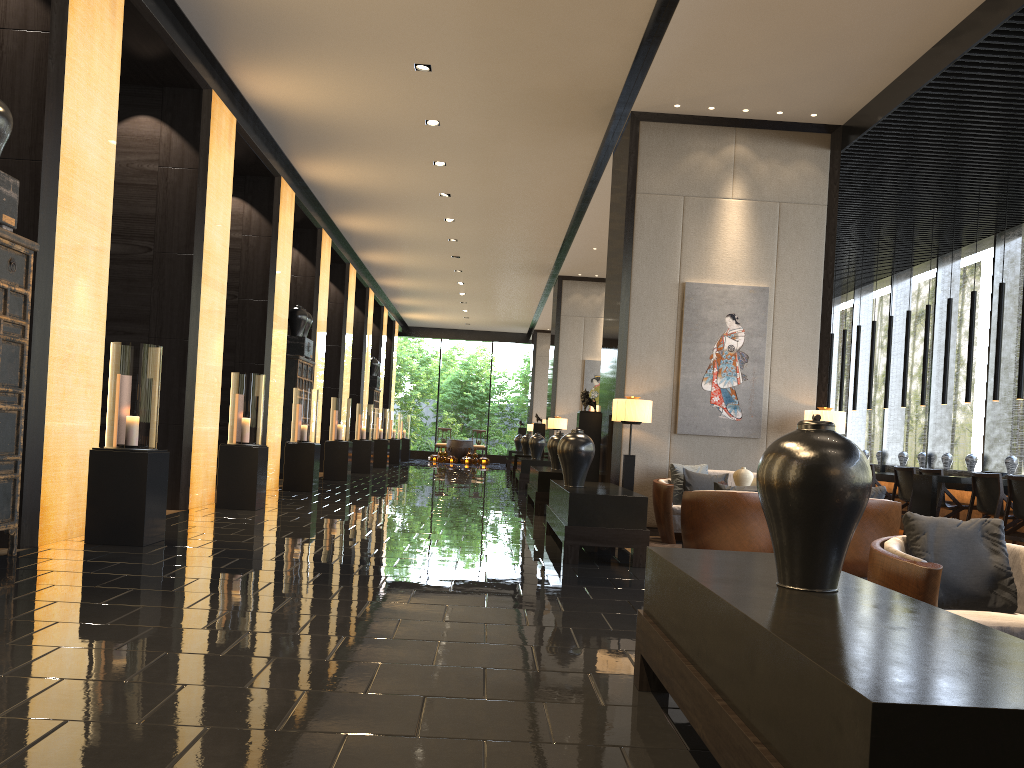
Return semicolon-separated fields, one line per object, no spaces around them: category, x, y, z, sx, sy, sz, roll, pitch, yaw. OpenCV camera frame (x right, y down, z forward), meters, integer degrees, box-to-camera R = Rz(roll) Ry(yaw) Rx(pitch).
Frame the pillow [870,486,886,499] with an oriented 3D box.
pillow;2.559;0.923;6.582;0.399;0.362;0.222;3;-1;-1

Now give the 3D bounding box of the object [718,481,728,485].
object;1.818;0.887;7.652;0.092;0.112;0.091;4;-2;-39

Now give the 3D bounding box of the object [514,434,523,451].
object;0.208;1.670;25.378;0.311;0.492;0.312;3;-1;17

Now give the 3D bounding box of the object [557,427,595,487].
object;0.527;0.602;7.321;0.311;0.492;0.312;3;-1;17

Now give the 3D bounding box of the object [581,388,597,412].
object;0.808;0.172;9.348;0.176;0.246;0.115;3;-1;-2

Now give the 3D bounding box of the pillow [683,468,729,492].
pillow;1.817;0.979;8.340;0.472;0.361;0.219;3;-1;-5

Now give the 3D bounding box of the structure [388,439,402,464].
structure;-3.209;1.817;23.871;0.402;0.657;0.402;3;-1;-2

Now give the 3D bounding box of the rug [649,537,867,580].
rug;2.083;1.471;7.573;1.958;0.008;2.244;3;-3;-2

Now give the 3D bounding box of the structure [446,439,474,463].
structure;-1.653;2.127;27.961;0.874;0.710;0.875;4;-2;-13

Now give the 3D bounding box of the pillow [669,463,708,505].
pillow;1.713;0.961;8.492;0.433;0.399;0.201;4;-1;-23

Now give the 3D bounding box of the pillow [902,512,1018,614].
pillow;1.711;0.684;3.404;0.399;0.362;0.222;3;-1;-1

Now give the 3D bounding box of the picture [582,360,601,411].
picture;1.836;0.289;17.710;0.835;1.501;0.037;3;0;-2

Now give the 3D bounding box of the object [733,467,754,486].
object;1.974;0.829;7.566;0.171;0.236;0.171;2;-1;34

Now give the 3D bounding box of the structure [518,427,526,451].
structure;0.280;1.948;27.281;0.240;1.217;0.240;3;0;-2

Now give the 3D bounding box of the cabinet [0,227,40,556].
cabinet;-3.219;0.045;4.856;0.547;1.922;1.188;3;-1;-1

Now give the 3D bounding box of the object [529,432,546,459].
object;0.462;1.141;16.348;0.311;0.492;0.312;3;-1;17

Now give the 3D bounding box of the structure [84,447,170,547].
structure;-2.712;0.786;6.258;0.402;0.657;0.402;3;-1;-2

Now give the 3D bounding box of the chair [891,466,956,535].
chair;4.472;1.327;9.710;0.563;0.827;0.526;3;-1;-2

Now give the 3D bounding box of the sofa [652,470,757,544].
sofa;2.038;1.175;8.403;1.449;0.693;0.603;3;-2;-2

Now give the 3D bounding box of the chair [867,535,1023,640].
chair;1.701;0.894;3.286;0.804;0.604;0.606;3;-2;-1

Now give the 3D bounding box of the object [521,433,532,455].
object;0.354;1.367;20.199;0.311;0.492;0.312;3;-1;17

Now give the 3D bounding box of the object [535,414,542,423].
object;0.551;0.710;18.313;0.161;0.217;0.102;4;-1;-13

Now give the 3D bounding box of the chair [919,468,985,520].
chair;4.489;1.293;9.135;0.563;0.827;0.526;3;-1;-2

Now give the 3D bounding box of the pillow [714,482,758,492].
pillow;1.702;0.877;6.556;0.441;0.338;0.205;3;-1;5

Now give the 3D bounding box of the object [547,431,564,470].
object;0.604;0.848;11.328;0.312;0.492;0.311;4;-1;-20

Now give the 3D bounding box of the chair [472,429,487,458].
chair;-1.090;2.021;28.659;0.520;1.076;0.536;3;-1;-2

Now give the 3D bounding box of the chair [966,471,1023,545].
chair;4.517;1.234;8.122;0.563;0.827;0.526;3;-1;-2

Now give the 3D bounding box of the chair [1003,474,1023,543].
chair;4.533;1.200;7.547;0.563;0.827;0.526;3;-1;-2

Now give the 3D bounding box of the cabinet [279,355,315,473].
cabinet;-3.466;0.558;13.627;0.547;1.922;1.188;3;-1;-1

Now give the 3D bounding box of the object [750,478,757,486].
object;2.166;0.881;7.628;0.245;0.168;0.246;3;-2;1

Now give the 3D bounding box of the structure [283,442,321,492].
structure;-2.878;1.130;12.129;0.402;0.657;0.402;3;-1;-2

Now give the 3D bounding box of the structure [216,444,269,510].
structure;-2.795;0.958;9.193;0.402;0.657;0.402;3;-1;-2

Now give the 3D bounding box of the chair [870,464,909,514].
chair;4.444;1.386;10.722;0.563;0.827;0.526;3;-1;-2

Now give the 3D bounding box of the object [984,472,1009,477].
object;4.735;0.897;8.658;0.227;0.067;0.228;3;-3;1

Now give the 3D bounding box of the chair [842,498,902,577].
chair;2.544;1.147;6.700;0.804;0.604;0.606;3;-2;-1

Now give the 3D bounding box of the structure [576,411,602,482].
structure;0.787;0.898;9.344;0.240;1.217;0.240;3;0;-2

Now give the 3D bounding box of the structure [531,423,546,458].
structure;0.534;1.422;18.301;0.240;1.217;0.240;3;0;-2

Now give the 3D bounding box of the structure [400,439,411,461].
structure;-3.292;1.988;26.806;0.402;0.657;0.402;3;-1;-2

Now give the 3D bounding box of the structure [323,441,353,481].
structure;-2.961;1.301;15.064;0.402;0.657;0.402;3;-1;-2

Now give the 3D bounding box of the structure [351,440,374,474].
structure;-3.044;1.473;18.000;0.402;0.657;0.402;3;-1;-2

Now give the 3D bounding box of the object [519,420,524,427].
object;0.302;1.221;27.279;0.176;0.246;0.116;3;-1;3

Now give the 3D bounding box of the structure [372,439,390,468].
structure;-3.126;1.645;20.935;0.402;0.657;0.402;3;-1;-2

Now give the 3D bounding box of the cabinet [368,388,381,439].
cabinet;-3.715;1.074;22.442;0.547;1.922;1.188;3;-1;-1

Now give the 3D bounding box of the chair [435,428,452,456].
chair;-2.216;1.955;28.628;0.520;1.076;0.536;3;-1;-2

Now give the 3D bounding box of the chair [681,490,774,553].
chair;1.690;1.097;6.676;0.804;0.604;0.606;3;-2;-1

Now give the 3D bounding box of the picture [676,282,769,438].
picture;2.088;-0.234;8.772;0.835;1.501;0.037;3;0;-2
